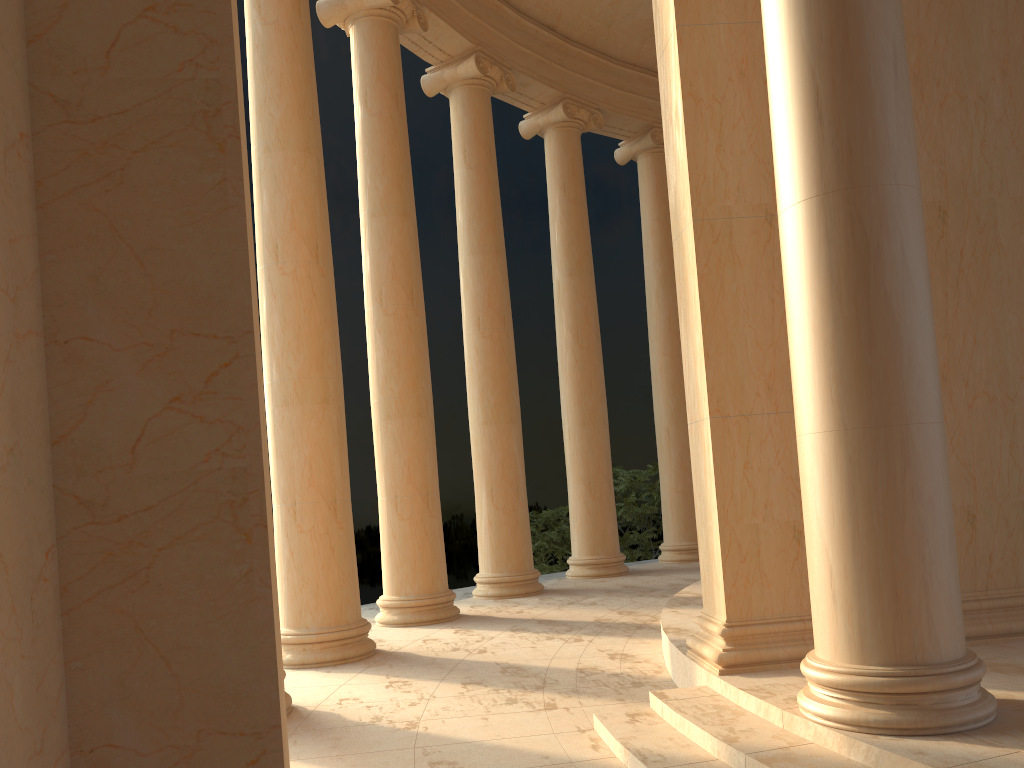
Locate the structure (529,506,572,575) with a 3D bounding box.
[{"bbox_3d":[55.962,305.838,1516.253,149.365,187.727,156.131,-5,-4,7],"label":"structure"}]

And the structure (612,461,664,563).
[{"bbox_3d":[243.053,288.738,1603.073,247.087,298.537,238.635,-4,-4,-2],"label":"structure"}]
